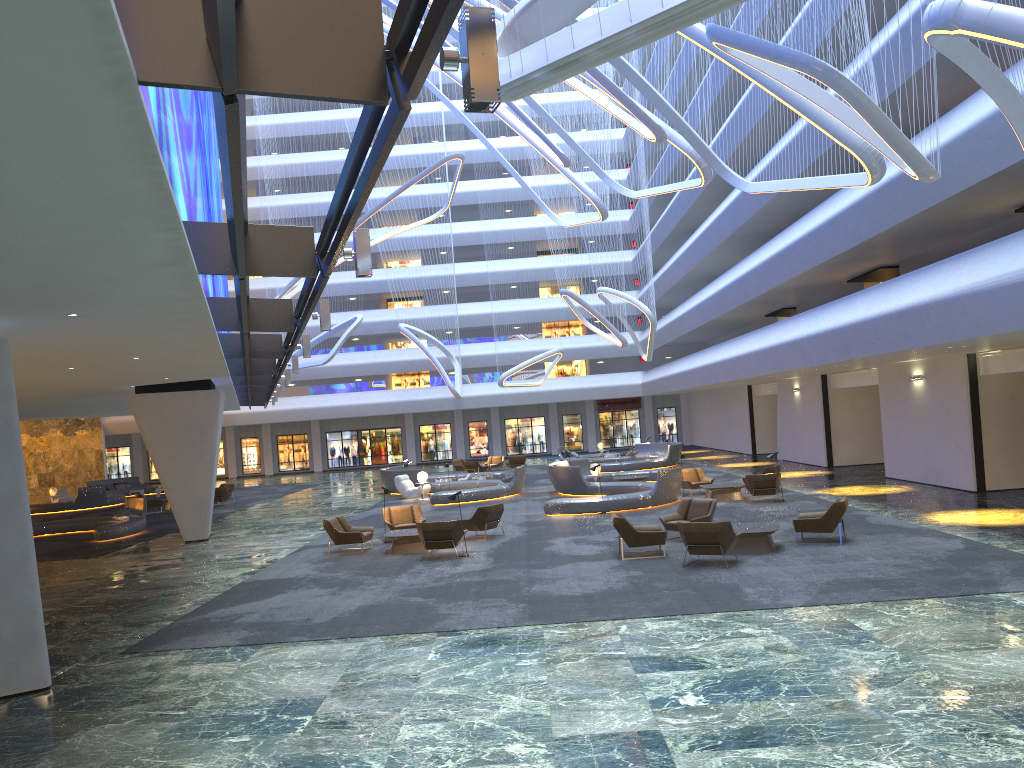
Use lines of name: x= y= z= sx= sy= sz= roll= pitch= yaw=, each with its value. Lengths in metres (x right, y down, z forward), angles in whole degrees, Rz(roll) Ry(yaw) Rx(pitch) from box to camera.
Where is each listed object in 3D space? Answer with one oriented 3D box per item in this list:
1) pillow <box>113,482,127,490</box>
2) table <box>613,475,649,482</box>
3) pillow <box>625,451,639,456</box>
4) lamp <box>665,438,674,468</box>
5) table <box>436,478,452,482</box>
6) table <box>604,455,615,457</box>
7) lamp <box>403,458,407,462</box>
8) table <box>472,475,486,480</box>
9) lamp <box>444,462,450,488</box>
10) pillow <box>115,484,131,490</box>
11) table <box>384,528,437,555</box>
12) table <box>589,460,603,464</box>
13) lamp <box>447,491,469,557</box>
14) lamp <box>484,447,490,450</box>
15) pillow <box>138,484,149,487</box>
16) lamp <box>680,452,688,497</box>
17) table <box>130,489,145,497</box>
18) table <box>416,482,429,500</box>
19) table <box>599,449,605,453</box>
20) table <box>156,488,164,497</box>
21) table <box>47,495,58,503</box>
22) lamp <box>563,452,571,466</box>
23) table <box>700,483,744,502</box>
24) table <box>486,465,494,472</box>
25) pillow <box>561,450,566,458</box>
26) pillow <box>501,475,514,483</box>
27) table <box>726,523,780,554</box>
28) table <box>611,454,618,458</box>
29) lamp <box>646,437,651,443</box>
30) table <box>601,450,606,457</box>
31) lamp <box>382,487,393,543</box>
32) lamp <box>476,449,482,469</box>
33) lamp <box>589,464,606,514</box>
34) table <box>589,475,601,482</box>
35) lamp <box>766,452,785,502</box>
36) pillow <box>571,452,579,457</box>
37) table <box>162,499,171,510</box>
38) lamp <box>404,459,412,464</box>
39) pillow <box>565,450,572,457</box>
pillow: x=-20.470 y=5.328 z=46.424 sx=0.317 sy=0.366 sz=0.774 roll=-5 pitch=-2 yaw=42
table: x=4.006 y=3.321 z=29.775 sx=1.203 sy=0.392 sz=1.204 roll=-4 pitch=-2 yaw=1
pillow: x=5.768 y=3.328 z=42.577 sx=0.692 sy=0.262 sz=0.878 roll=-3 pitch=-3 yaw=-37
lamp: x=6.850 y=3.004 z=38.616 sx=0.201 sy=1.300 sz=0.384 roll=-4 pitch=0 yaw=-40
table: x=-2.744 y=4.038 z=35.760 sx=0.674 sy=0.406 sz=0.671 roll=-5 pitch=-2 yaw=20
table: x=5.034 y=3.843 z=45.360 sx=0.671 sy=0.406 sz=0.674 roll=-4 pitch=-2 yaw=-3
lamp: x=-4.614 y=3.822 z=38.342 sx=0.384 sy=1.300 sz=0.201 roll=-5 pitch=0 yaw=45
table: x=-1.253 y=3.940 z=36.017 sx=0.673 sy=0.406 sz=0.672 roll=-3 pitch=-2 yaw=-37
lamp: x=-2.214 y=3.363 z=30.886 sx=0.201 sy=1.300 sz=0.384 roll=-4 pitch=0 yaw=-24
pillow: x=-20.358 y=5.358 z=46.260 sx=0.692 sy=0.262 sz=0.878 roll=-4 pitch=-2 yaw=-9
table: x=-2.095 y=3.347 z=18.911 sx=1.203 sy=0.392 sz=1.204 roll=-4 pitch=-2 yaw=1
table: x=3.647 y=3.777 z=41.001 sx=1.203 sy=0.392 sz=1.204 roll=-4 pitch=-2 yaw=1
lamp: x=-1.069 y=2.770 z=17.554 sx=0.384 sy=1.300 sz=0.202 roll=-4 pitch=0 yaw=18
lamp: x=-1.287 y=3.851 z=45.381 sx=0.383 sy=1.300 sz=0.202 roll=-4 pitch=0 yaw=-38
pillow: x=-19.510 y=5.385 z=46.925 sx=0.443 sy=0.207 sz=0.445 roll=-4 pitch=-2 yaw=-13
lamp: x=5.031 y=2.654 z=26.055 sx=0.202 sy=1.300 sz=0.384 roll=-4 pitch=0 yaw=17
table: x=-18.950 y=5.556 z=44.816 sx=0.670 sy=0.406 sz=0.674 roll=-2 pitch=-2 yaw=-45
table: x=-3.152 y=3.783 z=31.289 sx=0.417 sy=0.595 sz=0.428 roll=-4 pitch=-1 yaw=-25
table: x=4.834 y=3.854 z=48.006 sx=0.417 sy=0.595 sz=0.428 roll=-4 pitch=-1 yaw=-25
table: x=-17.491 y=5.435 z=44.418 sx=0.673 sy=0.406 sz=0.672 roll=-4 pitch=-2 yaw=-12
table: x=-21.205 y=5.458 z=40.934 sx=0.418 sy=0.595 sz=0.428 roll=-4 pitch=-1 yaw=0
lamp: x=2.017 y=3.079 z=31.454 sx=0.384 sy=1.300 sz=0.202 roll=-4 pitch=0 yaw=18
table: x=5.830 y=2.985 z=24.423 sx=1.203 sy=0.392 sz=1.204 roll=-4 pitch=-2 yaw=0
table: x=-1.564 y=4.254 z=43.605 sx=1.204 sy=0.392 sz=1.202 roll=-6 pitch=-2 yaw=36
pillow: x=2.734 y=3.628 z=45.874 sx=0.295 sy=0.368 sz=0.769 roll=-4 pitch=-2 yaw=13
pillow: x=0.010 y=3.297 z=30.908 sx=0.692 sy=0.262 sz=0.877 roll=-4 pitch=-2 yaw=9
table: x=4.211 y=2.777 z=15.938 sx=1.204 sy=0.392 sz=1.203 roll=-5 pitch=-2 yaw=19
table: x=4.922 y=3.608 z=41.970 sx=0.418 sy=0.595 sz=0.428 roll=-4 pitch=-1 yaw=-3
lamp: x=6.623 y=3.176 z=42.668 sx=0.384 sy=1.300 sz=0.202 roll=-4 pitch=0 yaw=0
table: x=4.785 y=3.801 z=46.739 sx=0.428 sy=0.595 sz=0.417 roll=-5 pitch=-1 yaw=45
lamp: x=-2.893 y=3.016 z=20.542 sx=0.202 sy=1.300 sz=0.384 roll=-4 pitch=0 yaw=17
lamp: x=-1.512 y=3.734 z=41.884 sx=0.201 sy=1.300 sz=0.384 roll=-4 pitch=0 yaw=-37
lamp: x=2.238 y=2.747 z=23.207 sx=0.384 sy=1.300 sz=0.202 roll=-4 pitch=0 yaw=18
table: x=2.709 y=3.262 z=28.752 sx=0.418 sy=0.595 sz=0.428 roll=-4 pitch=-1 yaw=0
lamp: x=6.855 y=2.408 z=23.066 sx=0.384 sy=1.300 sz=0.202 roll=-4 pitch=0 yaw=18
pillow: x=3.157 y=3.677 z=46.193 sx=0.875 sy=0.280 sz=0.684 roll=-6 pitch=-2 yaw=38
table: x=-13.456 y=4.815 z=35.808 sx=1.202 sy=0.392 sz=1.205 roll=-3 pitch=-2 yaw=-35
lamp: x=-4.208 y=3.702 z=35.963 sx=0.384 sy=1.300 sz=0.202 roll=-4 pitch=0 yaw=-6
pillow: x=2.940 y=3.590 z=45.905 sx=0.315 sy=0.386 sz=0.784 roll=-4 pitch=-2 yaw=16
